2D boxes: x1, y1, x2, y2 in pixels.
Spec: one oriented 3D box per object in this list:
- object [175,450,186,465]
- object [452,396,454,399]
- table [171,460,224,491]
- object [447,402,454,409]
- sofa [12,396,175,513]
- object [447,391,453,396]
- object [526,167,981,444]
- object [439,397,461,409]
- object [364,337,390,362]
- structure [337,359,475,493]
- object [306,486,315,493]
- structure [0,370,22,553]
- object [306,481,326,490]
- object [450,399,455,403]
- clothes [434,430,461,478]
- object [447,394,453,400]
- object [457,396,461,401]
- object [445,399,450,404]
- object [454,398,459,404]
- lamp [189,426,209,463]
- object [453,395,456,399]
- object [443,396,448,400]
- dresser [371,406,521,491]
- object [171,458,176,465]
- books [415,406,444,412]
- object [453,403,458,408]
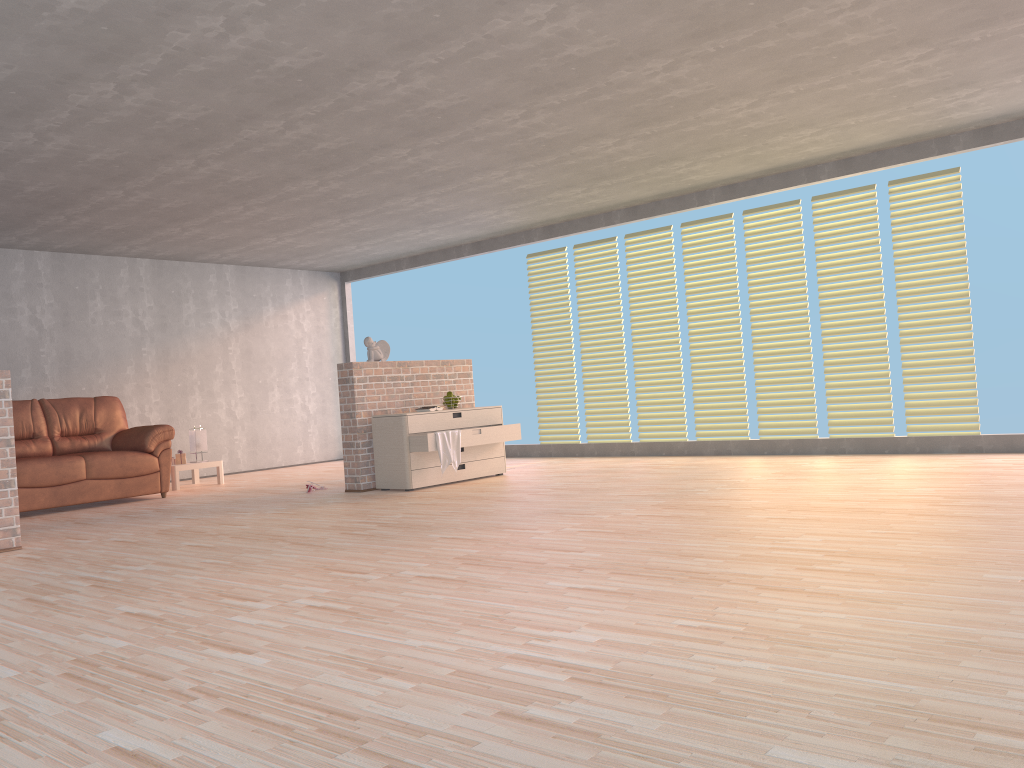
[{"bbox_3d":[-3.328,0.732,8.910,0.099,0.147,0.102,-4,-1,-21],"label":"object"},{"bbox_3d":[-0.518,0.124,7.670,0.039,0.038,0.039,-4,-1,-20],"label":"object"},{"bbox_3d":[-3.317,0.926,9.014,0.548,0.241,0.548,-5,-1,41],"label":"table"},{"bbox_3d":[-0.532,0.184,7.666,0.060,0.055,0.059,-4,-1,-4],"label":"object"},{"bbox_3d":[-4.097,0.577,7.488,0.981,0.923,2.202,-5,-1,41],"label":"sofa"},{"bbox_3d":[-0.539,0.090,7.694,0.054,0.056,0.054,-5,-1,41],"label":"object"},{"bbox_3d":[1.892,-0.501,8.286,4.372,2.114,0.044,-5,-1,41],"label":"object"},{"bbox_3d":[-0.525,0.167,7.693,0.202,0.104,0.202,-4,-1,34],"label":"object"},{"bbox_3d":[-1.152,-0.292,7.489,0.131,0.218,0.216,-5,-1,40],"label":"object"},{"bbox_3d":[-0.872,0.328,7.764,0.211,1.057,1.422,-5,-1,41],"label":"structure"},{"bbox_3d":[-1.700,0.883,7.491,0.078,0.066,0.192,-4,-1,-13],"label":"object"},{"bbox_3d":[-3.454,0.477,4.747,0.211,1.057,1.422,-5,-1,41],"label":"structure"},{"bbox_3d":[-1.689,0.875,7.673,0.188,0.085,0.069,-4,-1,-10],"label":"object"},{"bbox_3d":[-0.511,0.148,7.637,0.038,0.040,0.039,-3,-1,-41],"label":"object"},{"bbox_3d":[-0.502,0.552,7.018,0.097,0.369,0.325,-5,-1,41],"label":"clothes"},{"bbox_3d":[-0.532,0.113,7.634,0.046,0.045,0.046,-5,-1,40],"label":"object"},{"bbox_3d":[-0.466,0.127,7.707,0.047,0.047,0.046,-4,-1,-12],"label":"object"},{"bbox_3d":[-0.554,0.148,7.643,0.046,0.044,0.046,-5,-1,36],"label":"object"},{"bbox_3d":[-0.483,0.145,7.668,0.057,0.057,0.057,-4,-1,-16],"label":"object"},{"bbox_3d":[-3.218,0.615,9.098,0.140,0.376,0.140,-5,-1,41],"label":"lamp"},{"bbox_3d":[-0.507,0.118,7.720,0.039,0.043,0.043,-4,-1,26],"label":"object"},{"bbox_3d":[-0.572,0.128,7.684,0.049,0.053,0.054,-4,-1,-19],"label":"object"},{"bbox_3d":[-0.346,0.513,7.646,0.605,0.612,1.686,-5,-1,41],"label":"dresser"},{"bbox_3d":[-3.425,0.763,8.904,0.080,0.105,0.152,-4,-1,9],"label":"object"},{"bbox_3d":[-0.688,0.208,7.406,0.146,0.040,0.209,-4,-1,31],"label":"books"},{"bbox_3d":[-0.492,0.187,7.704,0.048,0.048,0.046,-4,-1,29],"label":"object"}]
